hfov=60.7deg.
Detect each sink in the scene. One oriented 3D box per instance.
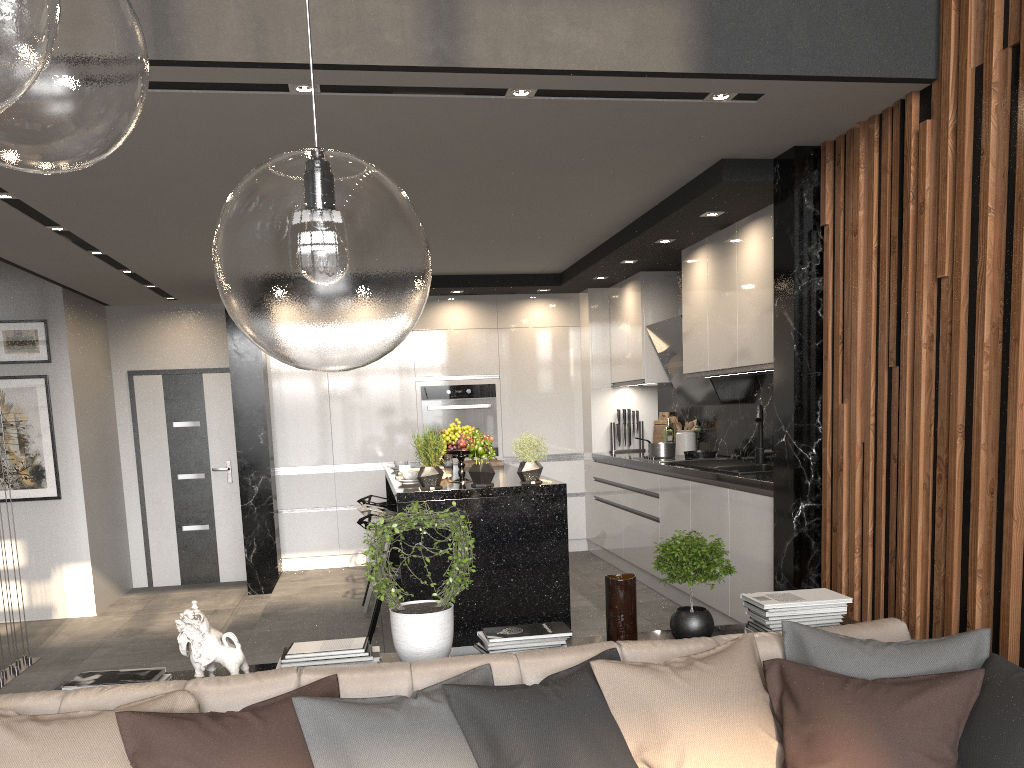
[{"bbox_3d":[1.393,0.401,5.385,0.497,0.554,1.102,-3,0,-10],"label":"sink"}]

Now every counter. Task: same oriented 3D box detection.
[{"bbox_3d":[1.285,0.549,5.961,0.609,0.041,3.427,-2,-2,-10],"label":"counter"}]

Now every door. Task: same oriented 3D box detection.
[{"bbox_3d":[-3.058,0.909,8.373,0.973,2.118,0.166,-3,7,-9],"label":"door"}]

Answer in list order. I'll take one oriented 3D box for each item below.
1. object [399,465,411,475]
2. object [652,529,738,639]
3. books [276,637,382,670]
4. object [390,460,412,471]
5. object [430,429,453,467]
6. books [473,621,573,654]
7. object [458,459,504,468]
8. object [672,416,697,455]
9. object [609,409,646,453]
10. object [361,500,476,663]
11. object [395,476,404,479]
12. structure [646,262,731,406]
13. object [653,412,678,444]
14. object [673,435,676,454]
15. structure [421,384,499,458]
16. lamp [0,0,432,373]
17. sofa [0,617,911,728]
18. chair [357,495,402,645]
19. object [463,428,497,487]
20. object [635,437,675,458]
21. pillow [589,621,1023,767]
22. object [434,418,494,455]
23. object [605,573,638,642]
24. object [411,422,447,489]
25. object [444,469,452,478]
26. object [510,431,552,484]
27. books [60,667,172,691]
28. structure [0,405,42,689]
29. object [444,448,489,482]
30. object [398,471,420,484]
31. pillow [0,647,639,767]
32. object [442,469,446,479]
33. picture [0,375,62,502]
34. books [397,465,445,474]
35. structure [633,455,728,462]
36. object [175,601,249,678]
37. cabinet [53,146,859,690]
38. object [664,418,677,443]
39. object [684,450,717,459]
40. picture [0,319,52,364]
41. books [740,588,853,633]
[{"bbox_3d":[-0.689,0.560,5.641,0.077,0.072,0.083,0,3,40],"label":"object"},{"bbox_3d":[0.639,0.722,3.118,0.309,0.415,0.268,1,6,40],"label":"object"},{"bbox_3d":[-0.612,0.928,2.940,0.347,0.101,0.192,-2,0,-10],"label":"books"},{"bbox_3d":[-0.793,0.585,6.265,0.154,0.071,0.155,-2,0,-41],"label":"object"},{"bbox_3d":[-0.512,0.472,6.472,0.149,0.288,0.198,-5,5,-27],"label":"object"},{"bbox_3d":[0.032,0.899,3.042,0.325,0.101,0.203,-2,0,-10],"label":"books"},{"bbox_3d":[-0.236,0.589,6.520,0.290,0.031,0.397,-2,-2,-10],"label":"object"},{"bbox_3d":[1.345,0.397,6.765,0.175,0.310,0.155,-3,6,-6],"label":"object"},{"bbox_3d":[0.995,0.402,7.569,0.321,0.379,0.065,-3,7,-9],"label":"object"},{"bbox_3d":[-0.309,0.674,2.944,0.382,0.586,0.213,-5,7,-29],"label":"object"},{"bbox_3d":[-0.627,0.590,5.585,0.227,0.003,0.226,-2,-2,-10],"label":"object"},{"bbox_3d":[1.277,-0.361,6.278,0.413,1.048,0.728,-3,5,-10],"label":"structure"},{"bbox_3d":[1.286,0.404,7.383,0.097,0.335,0.396,-3,2,-10],"label":"object"},{"bbox_3d":[1.290,0.476,7.016,0.180,0.165,0.270,-3,1,-10],"label":"object"},{"bbox_3d":[-0.503,0.339,7.942,0.654,0.643,0.644,-3,3,-10],"label":"structure"},{"bbox_3d":[-0.550,-2.531,0.337,1.229,5.083,1.210,-4,7,-13],"label":"lamp"},{"bbox_3d":[0.008,1.210,1.925,3.239,0.832,1.859,-2,0,-9],"label":"sofa"},{"bbox_3d":[-0.778,1.151,5.689,0.434,0.746,1.713,-3,0,-10],"label":"chair"},{"bbox_3d":[-0.169,0.393,4.715,0.179,0.318,0.170,-2,5,1],"label":"object"},{"bbox_3d":[1.089,0.477,6.578,0.199,0.156,0.345,-3,0,-19],"label":"object"},{"bbox_3d":[0.932,1.011,2.435,1.384,0.557,0.752,-2,1,21],"label":"pillow"},{"bbox_3d":[-0.293,0.304,5.064,0.346,0.218,0.316,-3,1,-12],"label":"object"},{"bbox_3d":[0.385,0.803,3.079,0.109,0.272,0.107,-3,6,-4],"label":"object"},{"bbox_3d":[-0.430,0.375,4.689,0.196,0.375,0.184,2,7,35],"label":"object"},{"bbox_3d":[-0.437,0.547,5.340,0.131,0.061,0.069,-2,2,-9],"label":"object"},{"bbox_3d":[0.103,0.399,4.787,0.221,0.289,0.208,-2,4,4],"label":"object"},{"bbox_3d":[-1.273,0.968,2.816,0.293,0.055,0.182,-2,-1,-5],"label":"books"},{"bbox_3d":[-3.650,-1.144,3.987,1.177,6.152,3.546,-4,5,-10],"label":"structure"},{"bbox_3d":[-0.293,0.471,5.075,0.366,0.191,0.364,-2,0,44],"label":"object"},{"bbox_3d":[-0.586,0.542,5.071,0.154,0.071,0.155,-2,0,-41],"label":"object"},{"bbox_3d":[-0.453,1.057,2.310,1.938,0.508,0.537,-2,3,-10],"label":"pillow"},{"bbox_3d":[-0.442,0.545,5.287,0.074,0.060,0.059,-2,3,12],"label":"object"},{"bbox_3d":[-4.085,0.444,6.926,0.870,1.011,0.024,-3,7,-9],"label":"picture"},{"bbox_3d":[-0.626,0.586,6.000,0.322,0.039,0.171,-2,-1,-10],"label":"books"},{"bbox_3d":[1.213,0.543,6.379,0.509,0.061,0.595,-2,-2,-10],"label":"structure"},{"bbox_3d":[-0.972,0.843,2.845,0.207,0.295,0.133,-2,6,10],"label":"object"},{"bbox_3d":[-0.237,0.107,5.789,3.614,3.290,6.146,-3,0,-10],"label":"cabinet"},{"bbox_3d":[1.283,0.418,7.088,0.089,0.288,0.080,-3,7,-9],"label":"object"},{"bbox_3d":[1.293,0.500,6.224,0.349,0.061,0.231,-1,-1,-31],"label":"object"},{"bbox_3d":[-3.854,-0.331,6.872,0.409,0.340,0.024,-3,7,-9],"label":"picture"},{"bbox_3d":[1.020,0.837,3.153,0.332,0.153,0.197,-2,2,-9],"label":"books"}]
